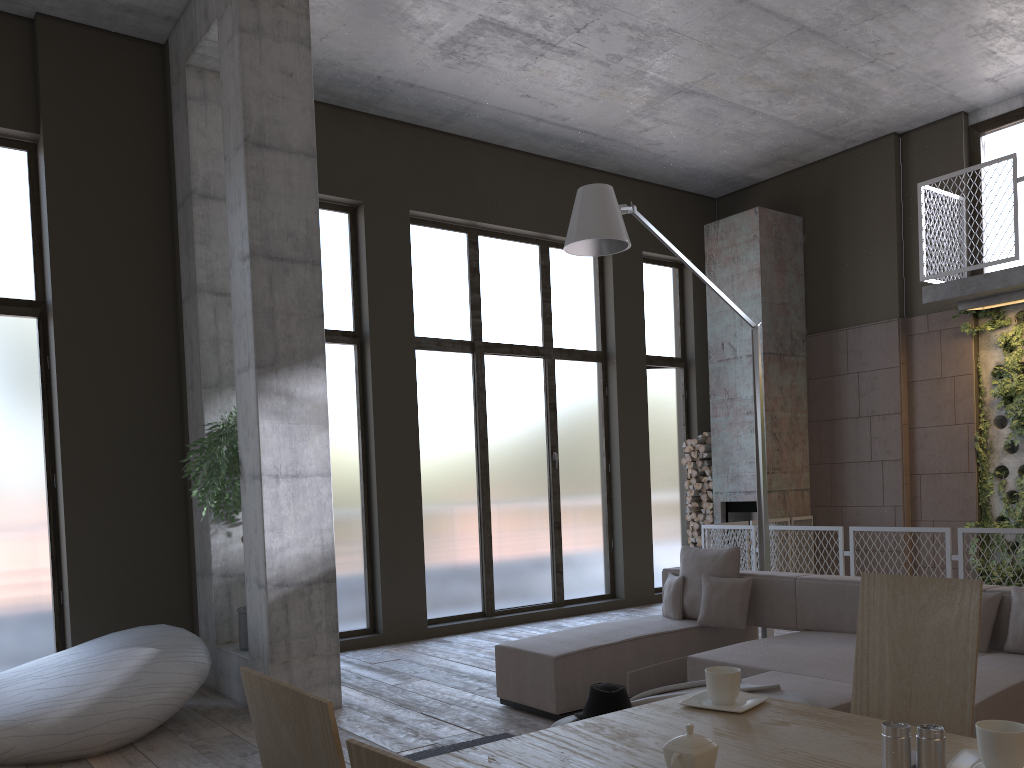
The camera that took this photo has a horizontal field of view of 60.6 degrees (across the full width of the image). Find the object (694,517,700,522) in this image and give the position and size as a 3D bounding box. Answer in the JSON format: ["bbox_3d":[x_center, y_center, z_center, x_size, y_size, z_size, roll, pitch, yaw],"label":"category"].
[{"bbox_3d":[2.424,1.689,10.982,0.332,0.056,0.089,3,-6,-37],"label":"object"}]

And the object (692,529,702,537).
[{"bbox_3d":[2.450,1.869,11.036,0.437,0.093,0.093,3,-5,-37],"label":"object"}]

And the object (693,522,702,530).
[{"bbox_3d":[2.399,1.765,10.970,0.293,0.107,0.099,2,-4,-35],"label":"object"}]

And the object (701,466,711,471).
[{"bbox_3d":[2.512,1.039,10.844,0.363,0.067,0.122,2,-7,-35],"label":"object"}]

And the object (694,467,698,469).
[{"bbox_3d":[2.397,1.031,10.961,0.332,0.056,0.089,3,-6,-37],"label":"object"}]

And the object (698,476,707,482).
[{"bbox_3d":[2.489,1.188,10.968,0.362,0.086,0.102,3,-5,-37],"label":"object"}]

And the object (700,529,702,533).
[{"bbox_3d":[2.516,1.845,10.988,0.362,0.086,0.102,3,-5,-37],"label":"object"}]

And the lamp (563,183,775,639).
[{"bbox_3d":[1.452,0.480,6.558,0.757,3.423,2.624,-1,0,41],"label":"lamp"}]

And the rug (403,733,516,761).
[{"bbox_3d":[-0.866,1.957,3.912,2.914,0.049,1.170,3,-8,-36],"label":"rug"}]

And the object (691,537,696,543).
[{"bbox_3d":[2.422,1.952,11.070,0.422,0.067,0.068,3,-5,-37],"label":"object"}]

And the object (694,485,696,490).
[{"bbox_3d":[2.443,1.287,10.984,0.422,0.067,0.067,3,-5,-37],"label":"object"}]

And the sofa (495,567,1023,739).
[{"bbox_3d":[1.133,1.617,5.033,3.008,0.783,3.018,2,-8,-36],"label":"sofa"}]

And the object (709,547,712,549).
[{"bbox_3d":[2.593,1.988,10.871,0.455,0.089,0.091,3,-5,-37],"label":"object"}]

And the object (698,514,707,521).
[{"bbox_3d":[2.496,1.648,10.914,0.455,0.089,0.091,3,-5,-38],"label":"object"}]

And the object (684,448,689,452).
[{"bbox_3d":[2.341,0.831,11.054,0.363,0.068,0.123,2,-7,-35],"label":"object"}]

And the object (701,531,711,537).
[{"bbox_3d":[2.534,1.852,10.876,0.454,0.089,0.091,2,-5,-35],"label":"object"}]

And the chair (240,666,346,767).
[{"bbox_3d":[-0.041,1.066,1.569,0.720,1.194,0.349,-2,1,-36],"label":"chair"}]

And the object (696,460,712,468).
[{"bbox_3d":[2.469,0.990,10.894,0.455,0.089,0.091,3,-5,-38],"label":"object"}]

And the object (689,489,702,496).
[{"bbox_3d":[2.406,1.355,10.966,0.479,0.083,0.094,3,-5,-37],"label":"object"}]

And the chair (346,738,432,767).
[{"bbox_3d":[0.219,1.003,1.132,0.720,1.194,0.349,-2,1,-41],"label":"chair"}]

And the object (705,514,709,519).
[{"bbox_3d":[2.560,1.631,10.875,0.422,0.071,0.067,3,-5,-37],"label":"object"}]

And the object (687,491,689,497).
[{"bbox_3d":[2.364,1.374,11.028,0.422,0.067,0.067,3,-5,-37],"label":"object"}]

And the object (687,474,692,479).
[{"bbox_3d":[2.297,1.153,10.989,0.251,0.073,0.045,2,-3,-37],"label":"object"}]

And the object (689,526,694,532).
[{"bbox_3d":[2.324,1.811,11.010,0.251,0.073,0.045,2,-3,-37],"label":"object"}]

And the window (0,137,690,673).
[{"bbox_3d":[-1.417,0.366,8.537,9.195,4.169,0.209,2,-1,-38],"label":"window"}]

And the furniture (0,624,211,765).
[{"bbox_3d":[-2.896,2.032,5.643,1.793,0.810,1.638,-2,-5,1],"label":"furniture"}]

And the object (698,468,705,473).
[{"bbox_3d":[2.456,1.064,10.929,0.359,0.074,0.065,3,-5,-38],"label":"object"}]

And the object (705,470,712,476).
[{"bbox_3d":[2.545,1.101,10.825,0.424,0.085,0.067,3,-4,-39],"label":"object"}]

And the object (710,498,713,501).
[{"bbox_3d":[2.597,1.413,10.843,0.362,0.086,0.102,3,-5,-37],"label":"object"}]

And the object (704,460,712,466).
[{"bbox_3d":[2.534,0.973,10.855,0.422,0.071,0.067,3,-5,-37],"label":"object"}]

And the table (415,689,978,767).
[{"bbox_3d":[1.736,0.960,0.138,1.010,0.919,5.224,0,-7,-36],"label":"table"}]

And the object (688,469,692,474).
[{"bbox_3d":[2.352,1.110,11.052,0.292,0.103,0.101,2,-4,-35],"label":"object"}]

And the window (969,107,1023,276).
[{"bbox_3d":[5.821,-1.980,7.610,0.109,1.744,3.590,-4,-3,-37],"label":"window"}]

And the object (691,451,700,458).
[{"bbox_3d":[2.430,0.879,10.915,0.479,0.083,0.094,3,-5,-37],"label":"object"}]

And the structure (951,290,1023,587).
[{"bbox_3d":[5.380,0.678,7.975,1.002,3.819,2.638,-3,0,-37],"label":"structure"}]

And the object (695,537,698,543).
[{"bbox_3d":[2.470,1.945,11.004,0.422,0.067,0.067,3,-5,-37],"label":"object"}]

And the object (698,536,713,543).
[{"bbox_3d":[2.513,1.925,10.942,0.479,0.083,0.094,3,-5,-37],"label":"object"}]

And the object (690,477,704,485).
[{"bbox_3d":[2.423,1.211,11.016,0.437,0.093,0.093,3,-5,-37],"label":"object"}]

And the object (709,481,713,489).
[{"bbox_3d":[2.599,1.239,10.793,0.437,0.092,0.092,3,-5,-37],"label":"object"}]

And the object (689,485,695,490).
[{"bbox_3d":[2.395,1.294,11.049,0.422,0.067,0.068,3,-5,-37],"label":"object"}]

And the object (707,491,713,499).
[{"bbox_3d":[2.552,1.360,10.783,0.364,0.108,0.089,2,-4,-37],"label":"object"}]

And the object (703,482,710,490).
[{"bbox_3d":[2.551,1.257,10.865,0.455,0.089,0.091,3,-5,-37],"label":"object"}]

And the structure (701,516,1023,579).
[{"bbox_3d":[4.100,1.726,8.055,1.924,0.931,4.459,1,-7,-36],"label":"structure"}]

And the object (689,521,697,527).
[{"bbox_3d":[2.379,1.768,11.072,0.292,0.103,0.101,2,-4,-35],"label":"object"}]

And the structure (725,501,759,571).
[{"bbox_3d":[2.784,1.846,10.375,0.056,0.927,0.578,-4,0,-37],"label":"structure"}]

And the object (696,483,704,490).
[{"bbox_3d":[2.486,1.267,10.922,0.479,0.083,0.094,3,-5,-37],"label":"object"}]

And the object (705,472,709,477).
[{"bbox_3d":[2.549,1.124,10.939,0.291,0.102,0.104,2,-5,-37],"label":"object"}]

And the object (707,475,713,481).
[{"bbox_3d":[2.571,1.153,10.806,0.422,0.072,0.072,3,-5,-37],"label":"object"}]

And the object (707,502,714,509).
[{"bbox_3d":[2.593,1.492,10.797,0.479,0.083,0.094,3,-5,-37],"label":"object"}]

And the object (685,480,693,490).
[{"bbox_3d":[2.326,1.273,11.079,0.363,0.125,0.064,2,-3,-38],"label":"object"}]

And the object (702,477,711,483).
[{"bbox_3d":[2.542,1.187,10.880,0.434,0.079,0.115,3,-6,-37],"label":"object"}]

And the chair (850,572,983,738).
[{"bbox_3d":[0.829,1.107,2.208,0.720,1.194,0.349,-2,1,-33],"label":"chair"}]

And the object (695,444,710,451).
[{"bbox_3d":[2.420,0.786,10.862,0.362,0.084,0.104,3,-6,-37],"label":"object"}]

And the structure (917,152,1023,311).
[{"bbox_3d":[4.805,-0.007,6.821,3.029,4.312,3.701,-2,-2,-36],"label":"structure"}]

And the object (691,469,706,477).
[{"bbox_3d":[2.373,1.107,10.950,0.293,0.107,0.099,2,-4,-35],"label":"object"}]

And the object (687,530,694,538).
[{"bbox_3d":[2.362,1.884,11.083,0.364,0.108,0.089,2,-4,-37],"label":"object"}]
